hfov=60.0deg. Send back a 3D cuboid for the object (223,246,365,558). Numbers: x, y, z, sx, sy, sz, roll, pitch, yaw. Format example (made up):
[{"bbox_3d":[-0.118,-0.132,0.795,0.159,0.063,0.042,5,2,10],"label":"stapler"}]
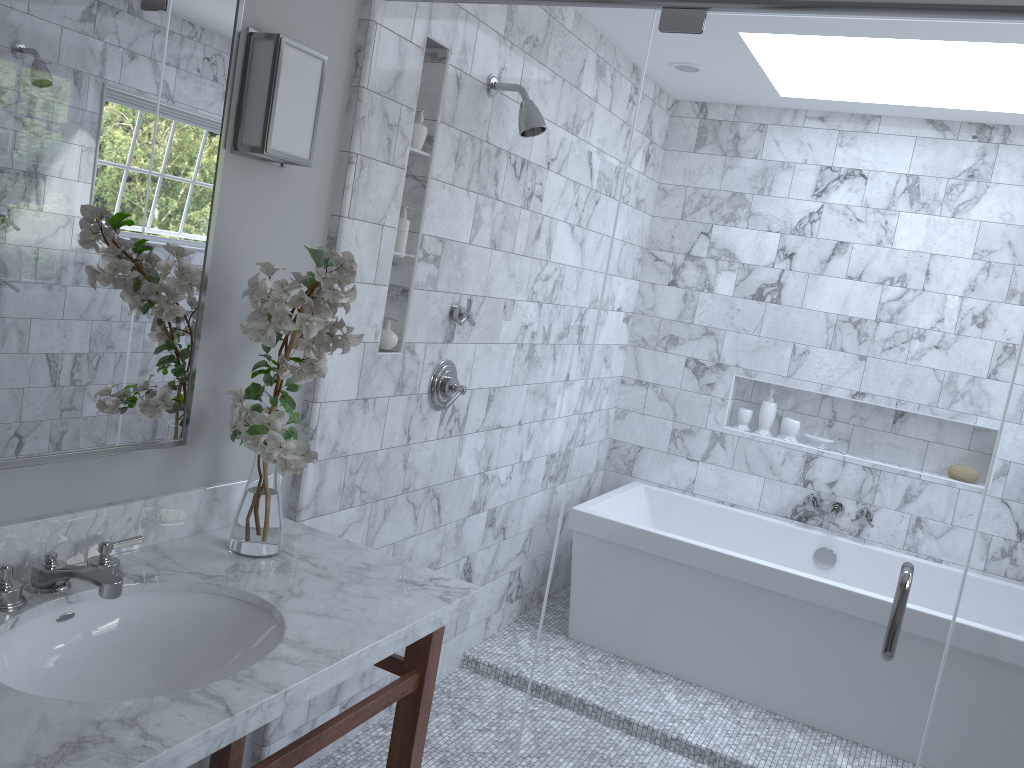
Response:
[{"bbox_3d":[-0.478,0.051,1.902,0.225,0.706,0.374,5,9,-33],"label":"object"}]

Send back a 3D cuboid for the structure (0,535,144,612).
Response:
[{"bbox_3d":[-0.844,0.346,1.643,0.256,0.069,0.295,8,7,-15],"label":"structure"}]

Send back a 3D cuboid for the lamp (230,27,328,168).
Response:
[{"bbox_3d":[-0.511,-0.626,1.971,0.091,0.266,0.175,13,8,25],"label":"lamp"}]

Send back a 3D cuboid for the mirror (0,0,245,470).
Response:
[{"bbox_3d":[-0.799,-0.331,1.592,0.030,0.977,0.694,13,8,25],"label":"mirror"}]

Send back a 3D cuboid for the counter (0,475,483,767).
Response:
[{"bbox_3d":[-0.777,0.805,1.478,0.638,0.983,1.657,13,8,25],"label":"counter"}]

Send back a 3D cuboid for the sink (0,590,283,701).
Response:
[{"bbox_3d":[-0.678,0.579,1.556,0.517,0.270,0.494,8,7,-15],"label":"sink"}]
